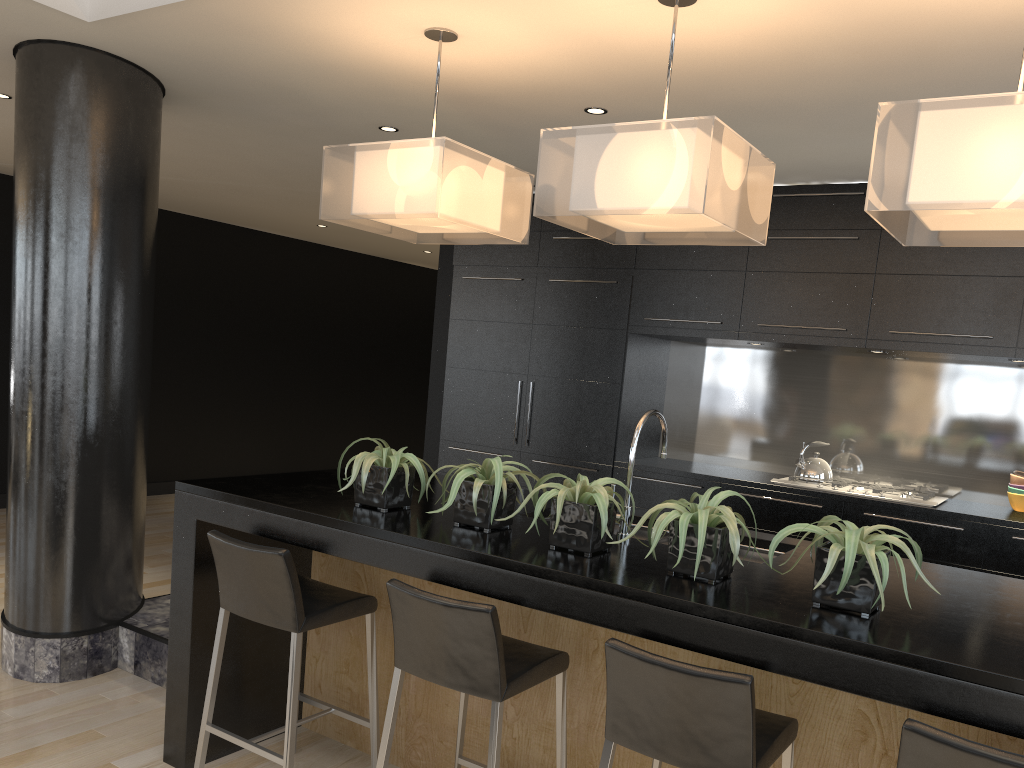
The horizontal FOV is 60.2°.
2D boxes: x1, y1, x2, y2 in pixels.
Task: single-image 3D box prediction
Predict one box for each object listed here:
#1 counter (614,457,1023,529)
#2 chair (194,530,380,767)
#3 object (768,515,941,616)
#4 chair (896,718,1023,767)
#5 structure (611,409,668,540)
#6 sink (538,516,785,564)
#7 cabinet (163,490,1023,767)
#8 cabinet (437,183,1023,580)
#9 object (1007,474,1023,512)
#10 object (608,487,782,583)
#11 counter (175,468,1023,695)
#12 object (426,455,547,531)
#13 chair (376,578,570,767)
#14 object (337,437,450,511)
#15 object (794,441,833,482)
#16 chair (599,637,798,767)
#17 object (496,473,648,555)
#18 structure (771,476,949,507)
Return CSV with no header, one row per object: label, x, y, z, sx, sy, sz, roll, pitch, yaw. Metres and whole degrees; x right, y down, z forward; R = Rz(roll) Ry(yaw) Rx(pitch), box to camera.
counter,2.049,0.648,5.211,2.844,0.034,0.729,6,2,33
chair,-0.773,0.989,3.093,0.472,0.972,0.517,9,7,33
object,0.894,0.454,2.231,0.407,0.219,0.394,3,3,-32
chair,1.026,1.180,1.935,0.472,0.972,0.517,9,7,33
structure,0.554,0.601,3.105,2.760,1.028,0.654,6,5,32
sink,0.487,0.619,3.085,0.916,0.161,0.460,6,2,33
cabinet,0.353,1.055,2.913,3.096,1.047,1.177,6,4,33
cabinet,2.077,0.193,5.136,5.693,2.549,0.726,7,6,33
object,2.872,0.613,4.914,0.203,0.207,0.185,8,5,34
object,0.541,0.408,2.389,0.398,0.241,0.403,3,3,-32
counter,0.400,0.520,2.850,3.096,0.032,1.178,6,2,33
object,-0.122,0.337,2.843,0.407,0.241,0.394,3,3,-32
chair,-0.118,1.058,2.672,0.472,0.972,0.517,9,7,33
object,-0.449,0.301,3.084,0.398,0.241,0.403,3,3,-32
object,1.802,0.453,5.244,0.220,0.232,0.220,7,5,25
chair,0.465,1.120,2.297,0.472,0.972,0.517,9,7,33
object,0.225,0.385,2.591,0.398,0.219,0.403,3,3,-32
structure,2.040,0.625,5.193,0.895,0.067,0.520,6,2,33
